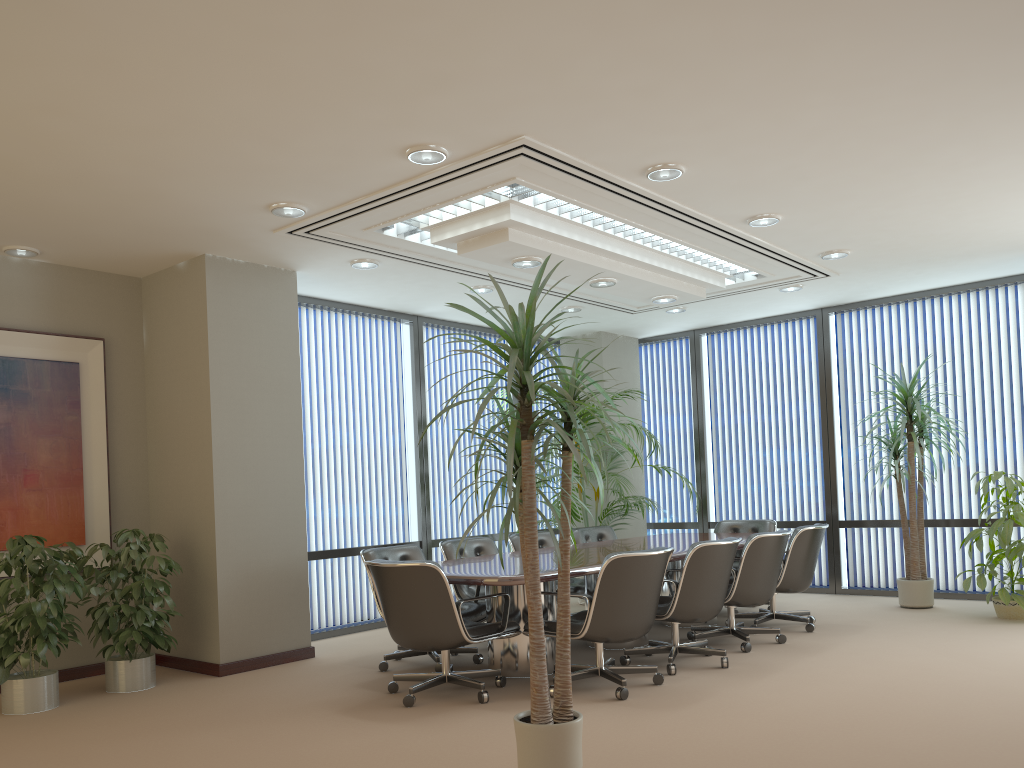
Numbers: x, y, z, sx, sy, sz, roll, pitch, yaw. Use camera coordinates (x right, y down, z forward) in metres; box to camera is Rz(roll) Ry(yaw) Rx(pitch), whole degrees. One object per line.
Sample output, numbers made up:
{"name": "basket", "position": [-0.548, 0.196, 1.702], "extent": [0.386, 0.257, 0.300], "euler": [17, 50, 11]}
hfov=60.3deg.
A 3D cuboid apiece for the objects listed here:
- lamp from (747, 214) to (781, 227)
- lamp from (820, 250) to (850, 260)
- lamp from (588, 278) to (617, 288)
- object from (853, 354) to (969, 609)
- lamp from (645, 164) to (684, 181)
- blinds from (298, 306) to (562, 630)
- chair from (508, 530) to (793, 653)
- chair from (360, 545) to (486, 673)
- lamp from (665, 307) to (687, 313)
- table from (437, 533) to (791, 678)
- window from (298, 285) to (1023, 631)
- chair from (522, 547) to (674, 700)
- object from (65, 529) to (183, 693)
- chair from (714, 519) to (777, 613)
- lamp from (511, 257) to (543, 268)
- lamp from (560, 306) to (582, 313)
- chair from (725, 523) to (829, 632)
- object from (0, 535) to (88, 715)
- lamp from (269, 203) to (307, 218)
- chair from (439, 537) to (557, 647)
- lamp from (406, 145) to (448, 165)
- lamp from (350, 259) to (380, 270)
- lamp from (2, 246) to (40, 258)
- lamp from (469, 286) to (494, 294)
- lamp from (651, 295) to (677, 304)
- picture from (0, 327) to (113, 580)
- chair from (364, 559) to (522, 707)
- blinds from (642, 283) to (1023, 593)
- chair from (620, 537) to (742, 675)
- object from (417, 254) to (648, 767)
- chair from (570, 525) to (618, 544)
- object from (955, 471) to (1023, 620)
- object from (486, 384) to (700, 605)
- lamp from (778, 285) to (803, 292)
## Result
{"name": "lamp", "position": [1.746, -1.126, 6.111], "extent": [0.225, 0.035, 0.227], "euler": [1, -8, -25]}
{"name": "lamp", "position": [2.610, -1.039, 7.131], "extent": [0.225, 0.035, 0.227], "euler": [1, -8, -25]}
{"name": "lamp", "position": [0.716, -0.791, 6.957], "extent": [0.225, 0.035, 0.227], "euler": [1, -8, -25]}
{"name": "object", "position": [3.712, 0.919, 8.156], "extent": [1.019, 2.306, 1.034], "euler": [-3, -2, 15]}
{"name": "lamp", "position": [0.881, -1.214, 5.091], "extent": [0.226, 0.035, 0.226], "euler": [-6, -8, 30]}
{"name": "blinds", "position": [-0.573, 0.873, 9.364], "extent": [0.032, 2.897, 4.902], "euler": [-3, -5, 40]}
{"name": "chair", "position": [1.066, 1.643, 7.249], "extent": [2.540, 0.855, 0.759], "euler": [-8, -6, 40]}
{"name": "chair", "position": [-0.640, 1.620, 6.468], "extent": [0.856, 0.856, 0.760], "euler": [-5, -5, 35]}
{"name": "lamp", "position": [1.690, -0.758, 9.101], "extent": [0.225, 0.035, 0.226], "euler": [3, -9, -39]}
{"name": "table", "position": [0.821, 1.669, 6.938], "extent": [1.514, 0.746, 4.075], "euler": [-7, -8, 40]}
{"name": "window", "position": [1.322, 0.820, 9.541], "extent": [7.368, 2.903, 3.554], "euler": [-2, -5, -4]}
{"name": "chair", "position": [0.551, 1.441, 5.417], "extent": [0.861, 0.856, 0.753], "euler": [-6, -5, 44]}
{"name": "object", "position": [-2.658, 1.543, 6.080], "extent": [0.735, 1.090, 0.802], "euler": [-2, -3, -18]}
{"name": "chair", "position": [2.134, 1.743, 8.442], "extent": [0.762, 0.856, 0.853], "euler": [-5, -5, 40]}
{"name": "lamp", "position": [0.105, -0.853, 6.236], "extent": [0.225, 0.035, 0.226], "euler": [2, -8, -32]}
{"name": "lamp", "position": [0.593, -0.742, 8.842], "extent": [0.225, 0.035, 0.227], "euler": [1, -8, -25]}
{"name": "chair", "position": [2.205, 1.608, 7.362], "extent": [0.856, 0.856, 0.736], "euler": [-5, -4, 35]}
{"name": "object", "position": [-3.018, 1.494, 5.555], "extent": [0.800, 1.090, 0.738], "euler": [-4, -3, 22]}
{"name": "lamp", "position": [-1.387, -1.070, 5.469], "extent": [0.225, 0.035, 0.226], "euler": [2, -8, -32]}
{"name": "chair", "position": [-0.121, 1.681, 7.142], "extent": [0.856, 0.856, 0.759], "euler": [-6, -5, 40]}
{"name": "lamp", "position": [-0.451, -1.208, 4.674], "extent": [0.226, 0.035, 0.225], "euler": [-9, -9, 43]}
{"name": "lamp", "position": [-1.135, -0.918, 6.803], "extent": [0.225, 0.035, 0.226], "euler": [2, -8, -32]}
{"name": "lamp", "position": [-3.388, -0.909, 6.087], "extent": [0.225, 0.035, 0.226], "euler": [3, -9, -39]}
{"name": "lamp", "position": [-0.271, -0.830, 7.822], "extent": [0.225, 0.035, 0.227], "euler": [1, -8, -25]}
{"name": "lamp", "position": [1.327, -0.729, 7.677], "extent": [0.225, 0.035, 0.227], "euler": [1, -8, -25]}
{"name": "picture", "position": [-3.472, 0.485, 6.163], "extent": [0.058, 1.741, 1.296], "euler": [-3, -3, 40]}
{"name": "chair", "position": [-0.433, 1.482, 5.413], "extent": [0.762, 0.856, 0.853], "euler": [-5, -5, 40]}
{"name": "blinds", "position": [3.165, 0.748, 9.653], "extent": [4.953, 2.898, 0.050], "euler": [-7, -4, 40]}
{"name": "chair", "position": [1.155, 1.493, 6.060], "extent": [0.856, 0.856, 0.759], "euler": [-6, -5, 40]}
{"name": "object", "position": [0.104, 0.507, 3.191], "extent": [0.807, 1.827, 0.819], "euler": [-3, -2, 15]}
{"name": "chair", "position": [1.008, 1.787, 8.409], "extent": [0.759, 0.856, 0.857], "euler": [1, -5, -45]}
{"name": "object", "position": [4.232, 1.369, 7.333], "extent": [0.980, 1.308, 0.859], "euler": [-3, -3, 11]}
{"name": "object", "position": [0.770, 1.121, 9.542], "extent": [2.165, 2.470, 2.100], "euler": [0, -4, -29]}
{"name": "lamp", "position": [2.627, -0.895, 8.305], "extent": [0.226, 0.035, 0.226], "euler": [-6, -8, 30]}
